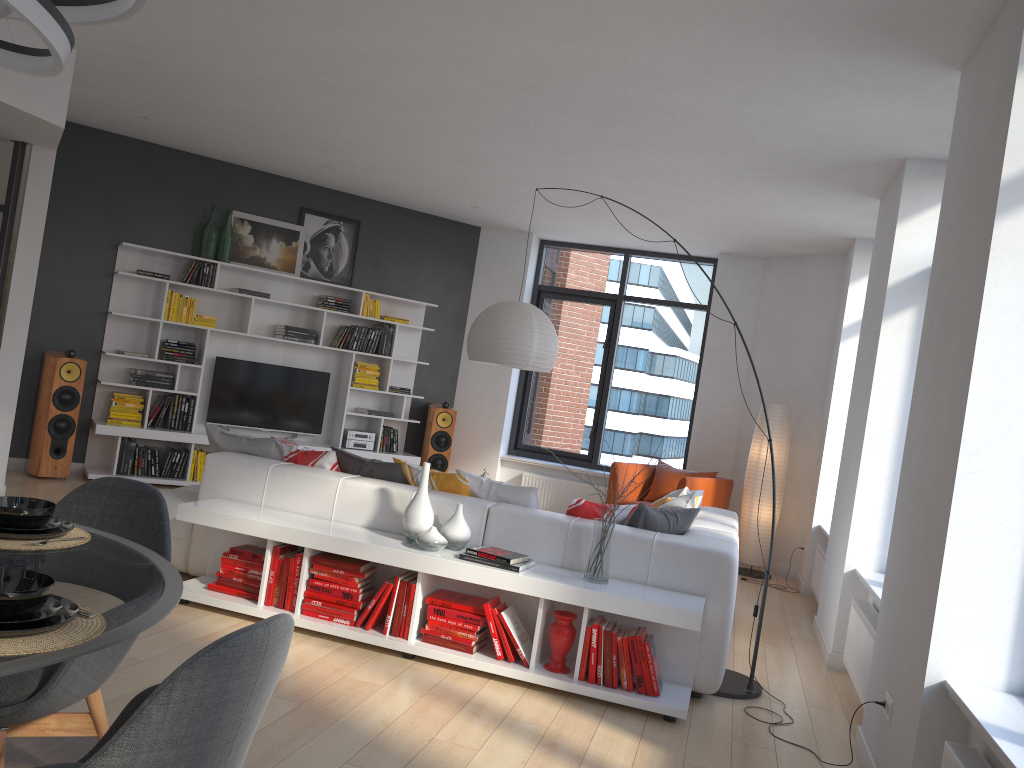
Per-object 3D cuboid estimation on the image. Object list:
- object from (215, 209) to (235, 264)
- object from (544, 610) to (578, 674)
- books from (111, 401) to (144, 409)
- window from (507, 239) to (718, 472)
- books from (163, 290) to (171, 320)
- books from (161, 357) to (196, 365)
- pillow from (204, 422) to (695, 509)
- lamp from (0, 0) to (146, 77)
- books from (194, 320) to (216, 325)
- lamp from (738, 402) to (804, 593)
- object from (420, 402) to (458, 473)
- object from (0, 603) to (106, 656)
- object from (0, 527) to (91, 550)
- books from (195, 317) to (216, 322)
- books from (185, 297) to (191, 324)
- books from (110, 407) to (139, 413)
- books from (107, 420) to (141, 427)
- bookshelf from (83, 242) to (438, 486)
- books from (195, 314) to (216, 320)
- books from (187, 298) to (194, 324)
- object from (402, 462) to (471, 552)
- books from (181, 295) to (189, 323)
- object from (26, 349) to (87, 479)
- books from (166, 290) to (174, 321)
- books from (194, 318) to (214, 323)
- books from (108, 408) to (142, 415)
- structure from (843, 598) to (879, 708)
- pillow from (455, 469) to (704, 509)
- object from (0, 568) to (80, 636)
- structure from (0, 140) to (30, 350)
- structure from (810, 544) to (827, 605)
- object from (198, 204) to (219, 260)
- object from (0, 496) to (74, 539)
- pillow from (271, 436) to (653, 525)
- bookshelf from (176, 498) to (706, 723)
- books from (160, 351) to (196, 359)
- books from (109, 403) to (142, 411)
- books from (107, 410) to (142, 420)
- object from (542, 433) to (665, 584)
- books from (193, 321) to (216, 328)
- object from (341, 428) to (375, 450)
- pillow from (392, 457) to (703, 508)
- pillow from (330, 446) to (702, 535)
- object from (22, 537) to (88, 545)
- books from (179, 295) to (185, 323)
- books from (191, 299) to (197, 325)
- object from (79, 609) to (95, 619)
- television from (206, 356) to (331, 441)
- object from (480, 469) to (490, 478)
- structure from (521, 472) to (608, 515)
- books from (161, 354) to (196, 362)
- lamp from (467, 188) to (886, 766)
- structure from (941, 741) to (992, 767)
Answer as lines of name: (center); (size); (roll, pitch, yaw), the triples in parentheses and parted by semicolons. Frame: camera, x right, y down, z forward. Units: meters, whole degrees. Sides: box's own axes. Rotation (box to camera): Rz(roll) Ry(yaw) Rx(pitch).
object: (-2.621, -1.355, 8.142); (0.157, 0.507, 0.157); (9, 0, -17)
object: (0.227, 1.185, 4.082); (0.125, 0.258, 0.125); (9, 0, -8)
books: (-3.388, 0.178, 7.817); (0.250, 0.035, 0.185); (9, 0, -27)
window: (1.085, -0.265, 9.619); (1.960, 2.402, 0.170); (9, 0, 15)
books: (-3.083, -0.700, 7.878); (0.029, 0.270, 0.204); (9, 0, -30)
books: (-2.999, -0.210, 7.963); (0.263, 0.026, 0.189); (9, 0, -32)
pillow: (-0.370, 0.663, 5.319); (2.953, 0.453, 0.647); (9, 0, 2)
lamp: (-0.935, -2.937, 1.741); (1.000, 4.513, 1.000); (9, 0, 16)
books: (-2.803, -0.560, 8.057); (0.196, 0.011, 0.148); (9, 0, -30)
lamp: (2.299, 0.951, 7.767); (0.502, 1.550, 0.804); (9, 0, -25)
object: (-0.801, 0.714, 9.263); (0.290, 1.088, 0.434); (9, 0, -15)
object: (-0.918, 0.422, 1.576); (0.360, 0.002, 0.360); (9, 0, -33)
object: (-1.255, 0.373, 2.230); (0.360, 0.002, 0.360); (9, 0, -33)
books: (-2.795, -0.589, 8.054); (0.187, 0.014, 0.134); (9, 0, -30)
books: (-2.932, -0.661, 7.985); (0.023, 0.239, 0.169); (9, 0, -30)
books: (-3.407, 0.223, 7.791); (0.228, 0.024, 0.152); (9, 0, -26)
books: (-3.408, 0.334, 7.791); (0.270, 0.029, 0.204); (9, 0, -25)
bookshelf: (-2.227, 0.002, 8.365); (3.000, 2.052, 0.455); (9, 0, -30)
books: (-2.802, -0.610, 8.063); (0.186, 0.026, 0.138); (9, 0, -31)
books: (-2.909, -0.655, 7.994); (0.024, 0.234, 0.172); (9, 0, -30)
object: (-0.372, 0.599, 4.353); (0.316, 0.398, 0.319); (9, 0, 39)
books: (-2.955, -0.670, 7.968); (0.035, 0.250, 0.185); (9, 0, -30)
object: (-3.847, 0.234, 7.460); (0.434, 1.088, 0.290); (8, 0, 45)
books: (-3.064, -0.697, 7.899); (0.025, 0.270, 0.213); (9, 0, -30)
books: (-2.795, -0.573, 8.037); (0.169, 0.018, 0.113); (9, 0, -29)
books: (-3.412, 0.241, 7.813); (0.263, 0.015, 0.198); (9, 0, -27)
structure: (1.791, 1.407, 4.447); (0.110, 0.460, 1.015); (9, 0, 15)
pillow: (0.530, 0.805, 5.560); (0.580, 0.456, 2.156); (9, 0, 40)
object: (-0.909, 0.385, 1.581); (0.258, 0.074, 0.258); (9, 0, 34)
structure: (-5.063, -1.610, 8.030); (4.190, 4.339, 2.823); (9, 0, 15)
structure: (2.362, 1.506, 6.677); (0.110, 0.460, 1.015); (9, 0, 15)
object: (-2.726, -1.372, 8.014); (0.157, 0.507, 0.157); (9, 0, -17)
object: (-1.247, 0.336, 2.241); (0.258, 0.074, 0.258); (9, 0, -5)
pillow: (-0.365, 0.693, 4.973); (2.250, 0.449, 0.575); (9, 0, 12)
bookshelf: (-0.423, 1.044, 4.285); (2.600, 0.500, 0.356); (9, 0, 15)
books: (-3.006, -0.265, 7.977); (0.266, 0.030, 0.209); (9, 0, -32)
books: (-3.403, 0.203, 7.813); (0.251, 0.019, 0.180); (9, 0, -30)
books: (-3.407, 0.272, 7.802); (0.255, 0.044, 0.198); (9, 0, -30)
object: (0.455, 0.549, 4.062); (0.607, 0.744, 0.406); (9, 0, -35)
books: (-2.805, -0.537, 8.053); (0.190, 0.033, 0.147); (9, 0, -30)
object: (-1.555, 0.552, 8.860); (0.285, 0.174, 0.270); (9, 0, -30)
pillow: (0.276, 0.784, 5.367); (2.095, 0.440, 0.630); (9, 0, -28)
pillow: (-0.046, 0.715, 4.899); (2.120, 0.436, 0.608); (9, 0, 10)
object: (-1.263, 0.364, 2.232); (0.309, 0.015, 0.206); (9, 0, 19)
books: (-2.979, -0.674, 7.957); (0.019, 0.251, 0.180); (9, 0, -30)
books: (-2.889, -0.652, 8.011); (0.024, 0.234, 0.172); (9, 0, -30)
object: (-0.923, 0.413, 1.587); (0.206, 0.015, 0.309); (9, 0, 19)
television: (-2.315, 0.164, 8.455); (1.102, 0.704, 0.207); (9, 0, -30)
object: (-0.297, 0.743, 6.533); (0.330, 0.265, 0.330); (9, 0, 39)
structure: (0.794, 1.278, 9.284); (1.474, 0.460, 0.110); (9, 0, 15)
books: (-2.995, -0.235, 7.965); (0.270, 0.025, 0.189); (9, 0, -31)
lamp: (0.820, 0.153, 4.839); (0.710, 2.647, 3.199); (9, 0, -39)
structure: (1.222, 1.307, 2.222); (0.110, 0.460, 1.015); (9, 0, 15)
